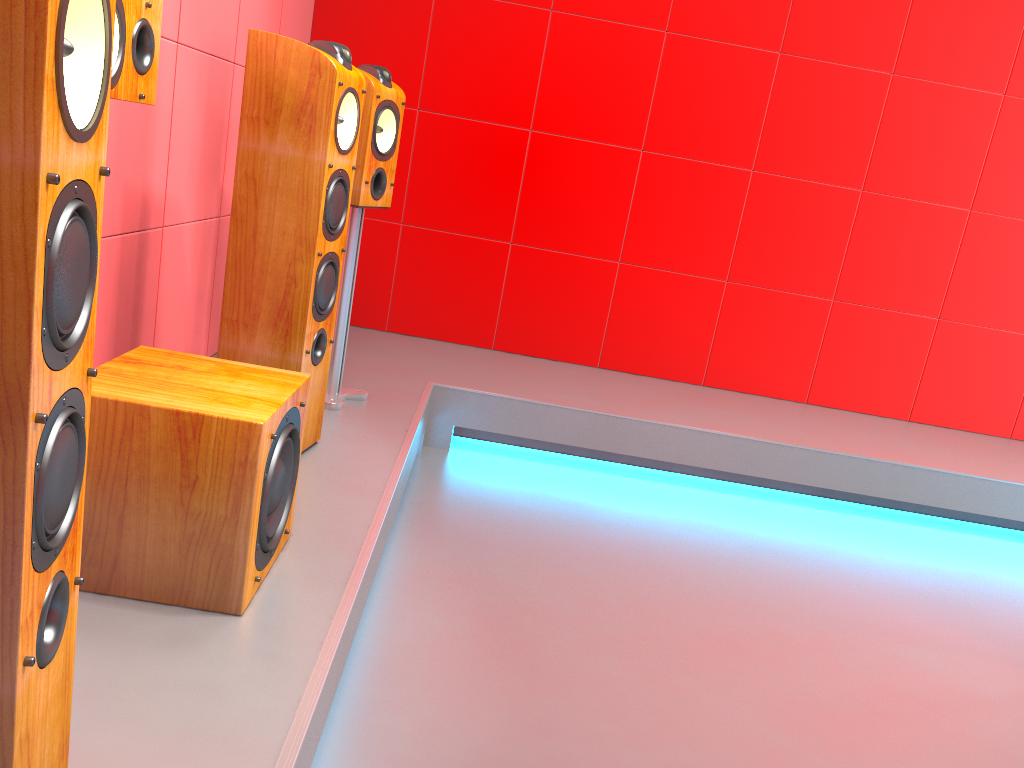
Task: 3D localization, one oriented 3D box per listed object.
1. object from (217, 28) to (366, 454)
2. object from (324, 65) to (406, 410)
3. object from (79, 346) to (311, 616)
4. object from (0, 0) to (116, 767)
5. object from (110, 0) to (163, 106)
[{"bbox_3d":[-0.574,-0.339,2.286,0.238,1.052,0.203,12,14,7],"label":"object"},{"bbox_3d":[-0.550,-0.469,2.819,0.265,1.058,0.231,15,14,17],"label":"object"},{"bbox_3d":[-0.611,0.166,1.683,0.360,0.360,0.360,10,14,-2],"label":"object"},{"bbox_3d":[-0.556,0.016,0.864,0.238,1.052,0.203,7,14,-12],"label":"object"},{"bbox_3d":[-0.795,-0.641,1.485,0.235,0.271,0.493,10,14,-2],"label":"object"}]
